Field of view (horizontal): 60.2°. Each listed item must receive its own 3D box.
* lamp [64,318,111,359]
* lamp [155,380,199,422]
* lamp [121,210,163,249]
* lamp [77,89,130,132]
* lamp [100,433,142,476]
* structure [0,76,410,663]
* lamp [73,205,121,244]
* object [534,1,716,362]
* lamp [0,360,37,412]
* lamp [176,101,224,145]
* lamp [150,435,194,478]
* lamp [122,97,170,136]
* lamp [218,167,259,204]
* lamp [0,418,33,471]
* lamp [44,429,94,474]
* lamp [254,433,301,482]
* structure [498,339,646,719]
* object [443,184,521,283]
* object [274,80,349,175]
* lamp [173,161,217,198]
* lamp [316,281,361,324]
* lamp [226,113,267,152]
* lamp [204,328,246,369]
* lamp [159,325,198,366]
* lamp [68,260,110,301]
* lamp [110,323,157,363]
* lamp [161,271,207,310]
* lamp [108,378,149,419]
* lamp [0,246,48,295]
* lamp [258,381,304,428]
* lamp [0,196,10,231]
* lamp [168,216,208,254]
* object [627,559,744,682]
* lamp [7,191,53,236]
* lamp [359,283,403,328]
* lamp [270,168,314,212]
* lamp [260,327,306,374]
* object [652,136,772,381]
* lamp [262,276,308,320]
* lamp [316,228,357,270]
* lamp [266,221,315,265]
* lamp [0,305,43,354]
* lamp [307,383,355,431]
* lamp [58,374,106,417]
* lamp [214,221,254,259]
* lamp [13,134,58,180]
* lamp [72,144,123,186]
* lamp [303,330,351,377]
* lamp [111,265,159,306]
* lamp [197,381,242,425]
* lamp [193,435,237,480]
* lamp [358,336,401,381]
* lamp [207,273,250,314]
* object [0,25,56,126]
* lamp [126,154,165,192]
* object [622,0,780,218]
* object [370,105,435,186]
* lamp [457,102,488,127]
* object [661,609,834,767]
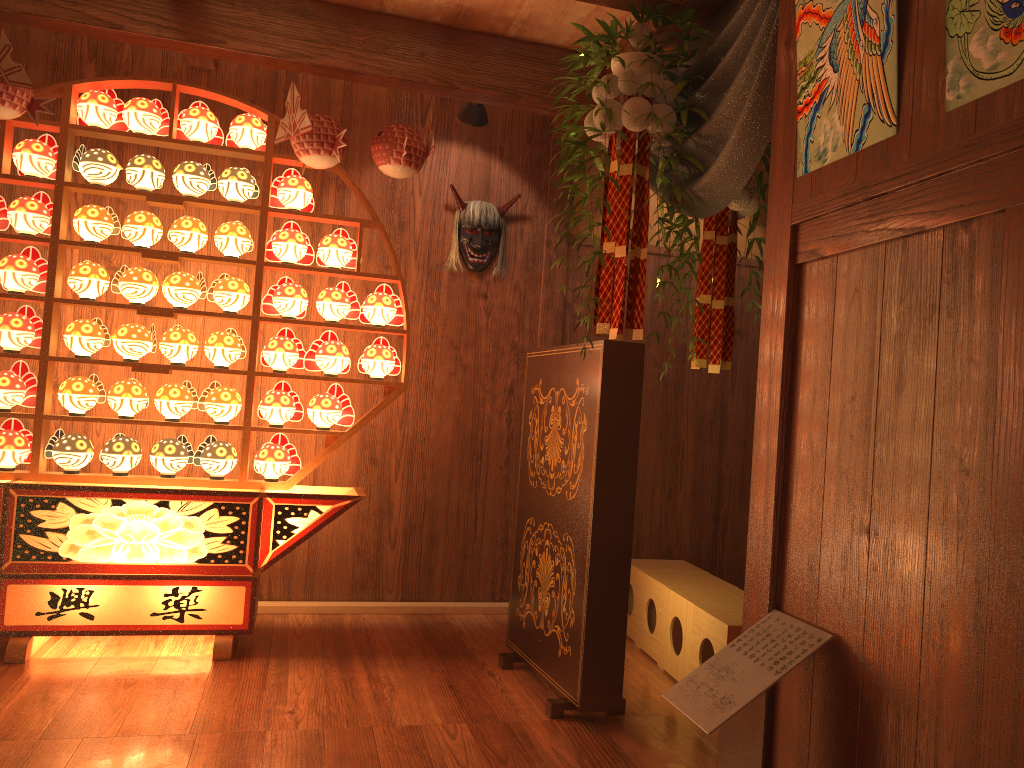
[{"bbox_3d":[-1.641,-0.180,3.383,0.138,0.167,0.158,4,-2,5],"label":"lamp"},{"bbox_3d":[-1.334,0.064,3.475,0.137,0.167,0.159,3,-2,15],"label":"lamp"},{"bbox_3d":[-1.437,-0.603,3.450,0.144,0.161,0.152,5,-2,-35],"label":"lamp"},{"bbox_3d":[-1.599,-1.077,3.406,0.202,0.200,0.156,4,-2,-6],"label":"lamp"},{"bbox_3d":[-1.507,0.274,3.418,0.144,0.161,0.152,5,-2,-35],"label":"lamp"},{"bbox_3d":[-1.402,-0.090,3.456,1.998,2.195,0.480,4,-2,-17],"label":"structure"},{"bbox_3d":[-1.615,-0.620,3.399,0.137,0.167,0.159,3,-2,15],"label":"lamp"},{"bbox_3d":[0.384,-0.687,3.017,0.586,1.260,0.690,5,-2,-26],"label":"object"},{"bbox_3d":[-1.901,0.004,3.300,0.198,0.200,0.159,4,-2,9],"label":"lamp"},{"bbox_3d":[-1.241,-1.049,3.514,0.206,0.200,0.153,5,-2,-25],"label":"lamp"},{"bbox_3d":[-1.350,0.283,3.468,0.137,0.167,0.159,3,-2,15],"label":"lamp"},{"bbox_3d":[-1.452,-1.055,3.455,0.167,0.179,0.159,3,-2,15],"label":"lamp"},{"bbox_3d":[-1.110,-0.805,3.551,0.140,0.173,0.157,4,-2,0],"label":"lamp"},{"bbox_3d":[-1.883,0.227,3.307,0.200,0.197,0.153,5,-2,-25],"label":"lamp"},{"bbox_3d":[-1.667,0.259,3.374,0.154,0.167,0.141,3,-2,15],"label":"lamp"},{"bbox_3d":[-0.970,0.297,3.583,0.195,0.197,0.157,4,-2,0],"label":"lamp"},{"bbox_3d":[0.208,0.487,3.245,0.277,1.250,0.782,5,-2,-18],"label":"structure"},{"bbox_3d":[-0.152,-0.728,4.375,0.370,0.453,0.135,5,-2,-16],"label":"object"},{"bbox_3d":[-0.748,-0.984,3.415,0.249,0.314,0.352,5,-2,-38],"label":"object"},{"bbox_3d":[-1.277,-0.815,3.506,0.135,0.167,0.161,3,-2,25],"label":"lamp"},{"bbox_3d":[-0.742,-0.344,3.659,0.178,0.191,0.159,3,-2,15],"label":"lamp"},{"bbox_3d":[-1.066,-1.030,3.566,0.192,0.188,0.155,4,-2,-10],"label":"lamp"},{"bbox_3d":[-1.156,-0.146,3.529,0.140,0.173,0.157,4,-2,0],"label":"lamp"},{"bbox_3d":[-1.310,-0.155,3.482,0.143,0.167,0.152,5,-2,-30],"label":"lamp"},{"bbox_3d":[-1.620,-0.399,3.389,0.144,0.167,0.152,5,-2,-35],"label":"lamp"},{"bbox_3d":[-1.485,-0.165,3.437,0.162,0.161,0.134,5,-2,-40],"label":"lamp"},{"bbox_3d":[-1.314,-0.376,3.495,0.134,0.167,0.162,2,-2,40],"label":"lamp"},{"bbox_3d":[-1.490,0.055,3.424,0.142,0.161,0.154,4,-2,-15],"label":"lamp"},{"bbox_3d":[-1.859,-0.434,3.320,0.200,0.200,0.157,4,-2,-1],"label":"lamp"},{"bbox_3d":[-0.952,0.080,3.587,0.187,0.194,0.156,4,-2,-5],"label":"lamp"},{"bbox_3d":[-2.009,-0.666,3.281,0.198,0.200,0.159,4,-2,9],"label":"lamp"},{"bbox_3d":[-1.276,-0.594,3.499,0.144,0.167,0.152,5,-2,-35],"label":"lamp"},{"bbox_3d":[0.768,0.997,3.621,0.330,0.330,1.273,4,-2,-9],"label":"object"},{"bbox_3d":[-1.825,-0.650,3.333,0.189,0.195,0.157,4,-2,0],"label":"lamp"},{"bbox_3d":[-0.556,-0.334,3.712,0.200,0.200,0.157,4,-2,-1],"label":"lamp"},{"bbox_3d":[-0.885,-0.801,3.619,0.206,0.200,0.152,5,-2,-30],"label":"lamp"},{"bbox_3d":[-0.939,-0.140,3.594,0.191,0.195,0.156,4,-2,-5],"label":"lamp"},{"bbox_3d":[0.866,-0.627,3.960,0.766,1.260,0.524,5,-2,-30],"label":"object"},{"bbox_3d":[-0.901,-0.354,3.609,0.195,0.187,0.152,5,-2,-35],"label":"lamp"},{"bbox_3d":[-0.733,-0.566,3.662,0.189,0.195,0.157,4,-2,0],"label":"lamp"},{"bbox_3d":[-0.906,-0.582,3.609,0.204,0.200,0.154,4,-2,-15],"label":"lamp"},{"bbox_3d":[-1.872,-0.210,3.313,0.183,0.192,0.157,4,-2,0],"label":"lamp"},{"bbox_3d":[-0.775,0.091,3.642,0.196,0.200,0.160,3,-2,20],"label":"lamp"},{"bbox_3d":[-1.662,0.039,3.376,0.137,0.167,0.159,3,-2,15],"label":"lamp"},{"bbox_3d":[-1.120,-0.585,3.544,0.141,0.173,0.155,4,-2,-10],"label":"lamp"},{"bbox_3d":[-1.809,-0.872,3.340,0.200,0.200,0.157,4,-2,-1],"label":"lamp"},{"bbox_3d":[-1.587,-0.838,3.419,0.157,0.167,0.139,4,-2,0],"label":"lamp"},{"bbox_3d":[-0.738,-0.127,3.655,0.206,0.200,0.152,5,-2,-30],"label":"lamp"},{"bbox_3d":[-1.449,-0.383,3.449,0.154,0.161,0.141,3,-2,15],"label":"lamp"},{"bbox_3d":[-1.148,0.076,3.530,0.151,0.173,0.144,2,-2,40],"label":"lamp"},{"bbox_3d":[-1.164,0.294,3.525,0.151,0.173,0.144,2,-2,40],"label":"lamp"},{"bbox_3d":[-0.561,-0.110,3.708,0.184,0.192,0.156,4,-2,-5],"label":"lamp"},{"bbox_3d":[-1.120,-0.364,3.545,0.151,0.173,0.144,2,-3,45],"label":"lamp"},{"bbox_3d":[-1.795,-1.077,3.104,0.354,0.306,0.211,4,-2,-16],"label":"object"},{"bbox_3d":[-1.432,-0.824,3.453,0.143,0.161,0.152,5,-2,-25],"label":"lamp"},{"bbox_3d":[0.617,-0.935,3.064,0.097,0.751,1.474,4,-2,-13],"label":"object"},{"bbox_3d":[-0.444,-0.973,3.508,0.233,0.318,0.358,5,-2,-19],"label":"object"},{"bbox_3d":[-0.176,-1.225,3.914,0.135,0.177,0.175,4,-2,5],"label":"lamp"},{"bbox_3d":[0.513,0.817,1.991,0.306,0.560,0.245,5,-2,-15],"label":"object"}]
